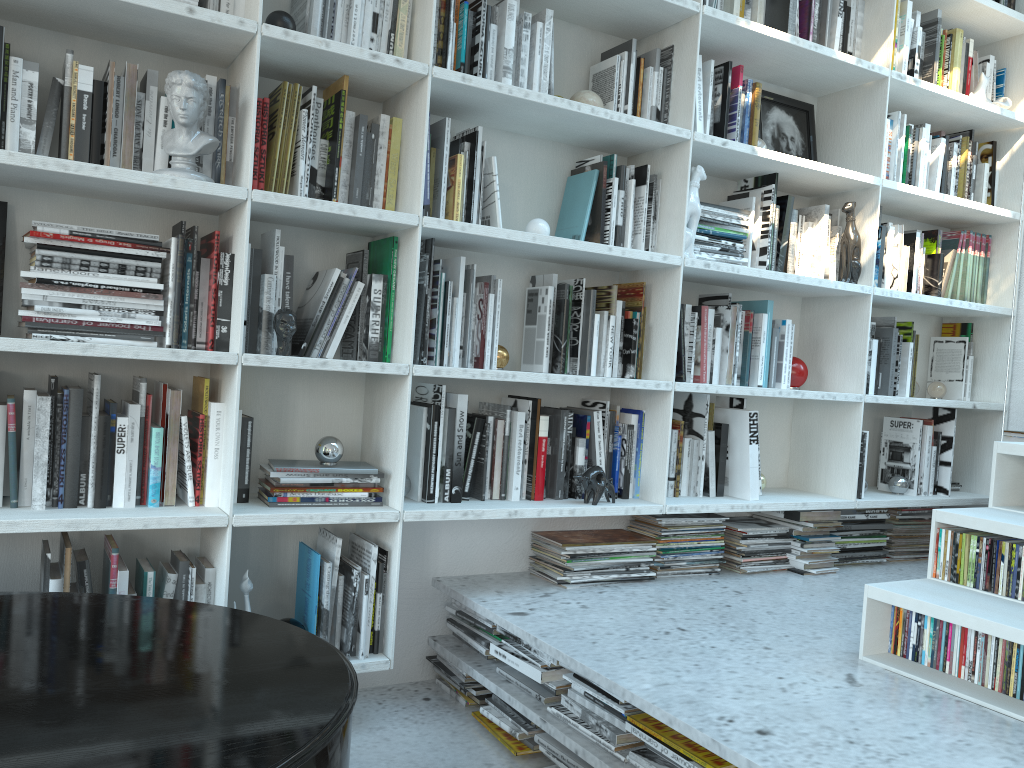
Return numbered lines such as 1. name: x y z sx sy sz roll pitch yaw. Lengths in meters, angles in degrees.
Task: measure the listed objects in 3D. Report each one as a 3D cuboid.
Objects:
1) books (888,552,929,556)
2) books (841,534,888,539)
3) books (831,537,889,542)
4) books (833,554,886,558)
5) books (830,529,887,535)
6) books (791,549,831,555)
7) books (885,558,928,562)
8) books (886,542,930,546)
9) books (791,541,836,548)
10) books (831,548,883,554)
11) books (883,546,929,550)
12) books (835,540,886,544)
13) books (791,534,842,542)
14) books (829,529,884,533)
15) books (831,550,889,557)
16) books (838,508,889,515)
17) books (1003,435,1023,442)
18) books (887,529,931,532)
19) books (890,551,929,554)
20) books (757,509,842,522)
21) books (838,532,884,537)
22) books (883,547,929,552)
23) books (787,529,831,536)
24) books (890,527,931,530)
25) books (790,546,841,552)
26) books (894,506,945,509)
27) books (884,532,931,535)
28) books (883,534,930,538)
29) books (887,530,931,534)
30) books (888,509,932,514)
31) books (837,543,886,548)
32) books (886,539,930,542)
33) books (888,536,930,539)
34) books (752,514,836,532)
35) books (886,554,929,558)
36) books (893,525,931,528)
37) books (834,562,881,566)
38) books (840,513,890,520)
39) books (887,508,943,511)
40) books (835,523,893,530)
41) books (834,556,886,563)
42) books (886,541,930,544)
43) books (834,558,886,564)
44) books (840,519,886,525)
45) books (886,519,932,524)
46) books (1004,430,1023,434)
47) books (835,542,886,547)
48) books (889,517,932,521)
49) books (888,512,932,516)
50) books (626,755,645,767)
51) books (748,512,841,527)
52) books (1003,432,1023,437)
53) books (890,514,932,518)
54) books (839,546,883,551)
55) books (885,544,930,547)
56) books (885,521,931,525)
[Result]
1. books: 1.545 0.651 3.516 0.328 0.008 0.207 3 1 -27
2. books: 1.207 0.553 3.309 0.315 0.009 0.199 3 1 -25
3. books: 1.204 0.561 3.313 0.354 0.009 0.198 3 1 -27
4. books: 1.196 0.623 3.320 0.359 0.009 0.201 3 1 -29
5. books: 1.206 0.536 3.313 0.354 0.009 0.198 3 1 -33
6. books: 1.003 0.578 3.159 0.149 0.013 0.209 3 1 -27
7. books: 1.543 0.673 3.517 0.368 0.007 0.205 3 1 -27
8. books: 1.546 0.612 3.518 0.368 0.007 0.205 3 1 -28
9. books: 1.003 0.550 3.156 0.165 0.014 0.235 3 1 -30
10. books: 1.197 0.605 3.319 0.320 0.009 0.202 3 1 -31
11. books: 1.547 0.627 3.516 0.328 0.008 0.207 3 1 -27
12. books: 1.205 0.570 3.312 0.315 0.009 0.199 3 1 -26
13. books: 1.001 0.523 3.153 0.169 0.010 0.282 3 1 -31
14. books: 1.205 0.527 3.315 0.354 0.009 0.198 3 1 -32
15. books: 1.200 0.615 3.314 0.359 0.009 0.201 3 1 -27
16. books: 1.208 0.462 3.319 0.354 0.017 0.198 3 1 -30
17. books: 1.887 0.205 3.186 0.232 0.025 0.123 3 1 -33
18. books: 1.554 0.559 3.508 0.328 0.008 0.207 3 1 -25
19. books: 1.542 0.642 3.523 0.328 0.008 0.207 3 1 -30
20. books: 0.991 0.444 3.142 0.204 0.036 0.266 3 1 -29
21. books: 1.205 0.544 3.313 0.315 0.009 0.199 3 1 -33
22. books: 1.547 0.635 3.513 0.368 0.007 0.205 3 1 -24
23. books: 0.995 0.508 3.149 0.173 0.019 0.196 3 1 -25
24. books: 1.554 0.552 3.511 0.368 0.007 0.205 3 1 -26
25. books: 0.998 0.561 3.155 0.158 0.008 0.292 3 1 -27
26. books: 1.553 0.475 3.515 0.285 0.009 0.159 3 1 -30
27. books: 1.549 0.574 3.517 0.368 0.007 0.205 3 1 -22
28. books: 1.550 0.582 3.514 0.328 0.008 0.207 3 1 -27
29. books: 1.552 0.567 3.511 0.328 0.008 0.207 3 1 -24
30. books: 1.552 0.493 3.515 0.285 0.009 0.159 3 1 -30
31. books: 1.198 0.587 3.319 0.359 0.009 0.201 3 1 -31
32. books: 1.550 0.597 3.512 0.368 0.007 0.205 3 1 -26
33. books: 1.549 0.589 3.515 0.328 0.008 0.207 3 1 -23
34. books: 1.002 0.492 3.152 0.165 0.015 0.243 3 1 -27
35. books: 1.547 0.659 3.511 0.328 0.008 0.207 3 1 -25
36. books: 1.552 0.544 3.516 0.328 0.008 0.207 3 1 -28
37. books: 1.194 0.651 3.320 0.320 0.009 0.202 3 1 -31
38. books: 1.210 0.480 3.314 0.354 0.017 0.198 3 1 -28
39. books: 1.554 0.484 3.512 0.254 0.009 0.160 3 1 -31
40. books: 1.212 0.515 3.308 0.354 0.017 0.198 3 1 -25
41. books: 1.201 0.633 3.309 0.359 0.009 0.201 3 1 -35
42. books: 1.549 0.604 3.512 0.328 0.008 0.207 3 1 -26
43. books: 1.200 0.642 3.310 0.320 0.009 0.202 3 1 -25
44. books: 1.211 0.497 3.310 0.315 0.018 0.199 3 1 -34
45. books: 1.556 0.529 3.508 0.328 0.008 0.207 3 1 -25
46. books: 1.898 0.179 3.169 0.231 0.006 0.152 3 1 -25
47. books: 1.203 0.579 3.314 0.354 0.009 0.198 3 1 -33
48. books: 1.554 0.520 3.510 0.254 0.009 0.160 3 1 -27
49. books: 1.556 0.502 3.507 0.254 0.009 0.160 3 1 -26
50. books: 0.374 0.788 1.771 0.182 0.011 0.253 3 1 -26
51. books: 1.002 0.473 3.151 0.159 0.012 0.285 3 1 -34
52. books: 1.895 0.187 3.173 0.229 0.011 0.159 3 1 -31
53. books: 1.554 0.511 3.509 0.285 0.009 0.159 3 1 -27
54. books: 1.199 0.596 3.316 0.320 0.009 0.202 3 1 -32
55. books: 1.546 0.619 3.518 0.328 0.008 0.207 3 1 -22
56. books: 1.551 0.536 3.518 0.328 0.008 0.207 4 1 -21
